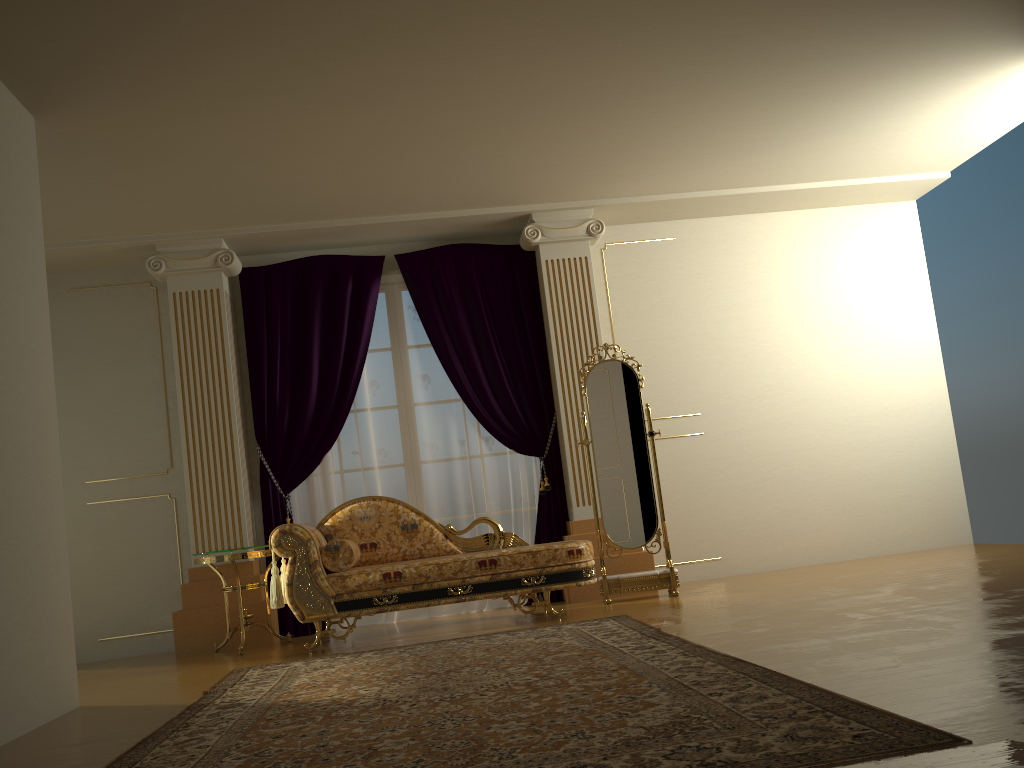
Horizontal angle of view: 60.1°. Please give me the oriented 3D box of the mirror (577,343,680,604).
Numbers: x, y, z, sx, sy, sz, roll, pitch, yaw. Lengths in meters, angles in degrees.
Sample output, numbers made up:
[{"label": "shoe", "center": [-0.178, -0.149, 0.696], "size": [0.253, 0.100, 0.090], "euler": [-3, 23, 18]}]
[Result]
[{"label": "mirror", "center": [0.728, 0.558, 5.799], "size": [0.541, 1.688, 0.244], "euler": [-7, -5, 3]}]

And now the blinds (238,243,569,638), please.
[{"label": "blinds", "center": [-0.735, 0.348, 6.334], "size": [2.233, 2.634, 0.341], "euler": [-6, -5, -6]}]

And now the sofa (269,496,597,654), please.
[{"label": "sofa", "center": [-0.453, 1.045, 5.309], "size": [1.891, 0.865, 0.699], "euler": [-6, -7, -7]}]

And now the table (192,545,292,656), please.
[{"label": "table", "center": [-1.675, 1.352, 5.548], "size": [0.575, 0.638, 0.571], "euler": [-12, -9, 37]}]

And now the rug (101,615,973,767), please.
[{"label": "rug", "center": [-0.246, 1.118, 3.247], "size": [2.115, 0.017, 3.107], "euler": [-6, -9, -7]}]
